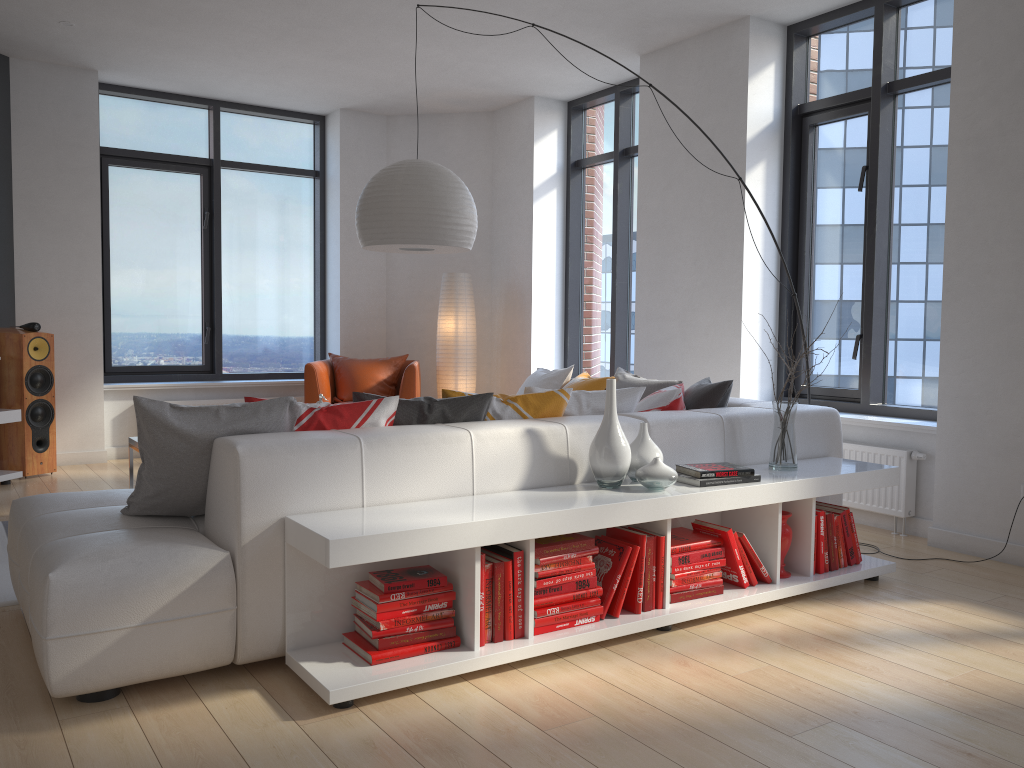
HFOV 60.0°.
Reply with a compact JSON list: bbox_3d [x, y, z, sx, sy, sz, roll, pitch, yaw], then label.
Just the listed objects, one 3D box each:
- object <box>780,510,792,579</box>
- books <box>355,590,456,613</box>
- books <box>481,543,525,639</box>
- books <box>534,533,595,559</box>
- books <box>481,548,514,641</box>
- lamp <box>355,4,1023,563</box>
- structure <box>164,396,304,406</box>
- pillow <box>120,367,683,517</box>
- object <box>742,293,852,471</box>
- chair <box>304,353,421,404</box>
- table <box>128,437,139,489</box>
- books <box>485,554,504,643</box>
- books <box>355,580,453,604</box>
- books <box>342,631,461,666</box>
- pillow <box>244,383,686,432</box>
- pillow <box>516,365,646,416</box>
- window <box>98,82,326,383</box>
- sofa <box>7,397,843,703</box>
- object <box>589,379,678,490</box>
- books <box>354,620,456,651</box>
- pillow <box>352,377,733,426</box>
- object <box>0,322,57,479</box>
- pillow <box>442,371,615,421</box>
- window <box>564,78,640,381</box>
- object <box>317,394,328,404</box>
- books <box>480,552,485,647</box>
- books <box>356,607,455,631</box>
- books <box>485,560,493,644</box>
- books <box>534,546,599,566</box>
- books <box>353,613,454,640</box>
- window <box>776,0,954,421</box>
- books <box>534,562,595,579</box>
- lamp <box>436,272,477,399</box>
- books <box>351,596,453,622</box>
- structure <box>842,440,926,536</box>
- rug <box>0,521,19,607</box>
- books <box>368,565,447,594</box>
[{"bbox_3d":[1.085,0.655,3.639,0.125,0.258,0.125,3,4,34],"label":"object"},{"bbox_3d":[-0.337,0.664,2.790,0.269,0.028,0.179,-2,4,-32],"label":"books"},{"bbox_3d":[-0.033,0.670,2.934,0.049,0.291,0.214,-2,4,-33],"label":"books"},{"bbox_3d":[0.117,0.541,3.030,0.259,0.034,0.206,-2,4,-36],"label":"books"},{"bbox_3d":[-0.059,0.687,2.912,0.042,0.259,0.195,-2,4,-33],"label":"books"},{"bbox_3d":[0.828,-0.511,4.391,3.199,2.647,0.710,1,4,3],"label":"lamp"},{"bbox_3d":[-2.388,0.354,7.543,1.474,0.460,0.110,-2,4,-33],"label":"structure"},{"bbox_3d":[-0.275,0.190,3.943,0.647,0.453,2.953,4,5,44],"label":"pillow"},{"bbox_3d":[1.196,-0.011,3.678,0.406,0.744,0.607,1,4,7],"label":"object"},{"bbox_3d":[-1.193,0.180,7.323,0.896,0.858,0.843,1,4,-1],"label":"chair"},{"bbox_3d":[-1.403,0.533,4.843,1.091,0.435,1.091,-2,4,-33],"label":"table"},{"bbox_3d":[-0.097,0.688,2.899,0.034,0.259,0.207,-2,4,-33],"label":"books"},{"bbox_3d":[-0.340,0.638,2.790,0.254,0.025,0.178,-2,4,-34],"label":"books"},{"bbox_3d":[-0.348,0.805,2.784,0.301,0.032,0.227,-2,4,-33],"label":"books"},{"bbox_3d":[-0.012,0.237,3.721,2.250,0.449,0.575,-2,4,-36],"label":"pillow"},{"bbox_3d":[0.158,0.144,4.779,0.580,0.456,2.156,0,4,-7],"label":"pillow"},{"bbox_3d":[-2.578,-1.231,7.704,1.960,2.402,0.170,-2,4,-33],"label":"window"},{"bbox_3d":[-0.541,0.435,4.369,3.424,0.732,2.614,-2,4,-33],"label":"sofa"},{"bbox_3d":[0.434,0.179,3.283,0.316,0.398,0.319,0,4,-9],"label":"object"},{"bbox_3d":[-0.339,0.771,2.798,0.259,0.034,0.206,-1,4,-30],"label":"books"},{"bbox_3d":[0.256,0.202,3.905,2.120,0.436,0.608,-2,4,-38],"label":"pillow"},{"bbox_3d":[-3.483,0.106,6.277,0.434,1.088,0.290,2,4,27],"label":"object"},{"bbox_3d":[0.130,0.182,4.463,0.630,0.440,2.095,1,4,14],"label":"pillow"},{"bbox_3d":[0.885,-1.155,7.082,0.170,2.402,1.310,-2,4,-33],"label":"window"},{"bbox_3d":[-1.119,0.187,4.821,0.330,0.265,0.330,0,4,-9],"label":"object"},{"bbox_3d":[-0.152,0.673,2.858,0.036,0.294,0.208,-2,4,-33],"label":"books"},{"bbox_3d":[-0.336,0.716,2.794,0.257,0.025,0.182,-2,4,-33],"label":"books"},{"bbox_3d":[-0.125,0.690,2.880,0.031,0.255,0.181,-2,4,-33],"label":"books"},{"bbox_3d":[0.137,0.571,3.035,0.266,0.026,0.187,-2,5,-39],"label":"books"},{"bbox_3d":[-0.342,0.742,2.784,0.266,0.026,0.187,-1,4,-28],"label":"books"},{"bbox_3d":[2.149,-1.023,5.164,0.170,2.402,1.310,-2,4,-33],"label":"window"},{"bbox_3d":[0.136,0.620,3.036,0.236,0.023,0.178,-2,4,-33],"label":"books"},{"bbox_3d":[-0.290,-0.169,7.558,0.804,1.550,0.502,2,4,17],"label":"lamp"},{"bbox_3d":[-0.349,0.690,2.804,0.261,0.028,0.191,-2,4,-33],"label":"books"},{"bbox_3d":[1.874,0.555,5.053,0.110,0.460,1.015,-2,4,-33],"label":"structure"},{"bbox_3d":[-1.534,0.767,4.627,2.326,0.016,1.662,-2,4,-34],"label":"rug"},{"bbox_3d":[-0.328,0.612,2.785,0.206,0.029,0.152,-1,4,-27],"label":"books"}]
